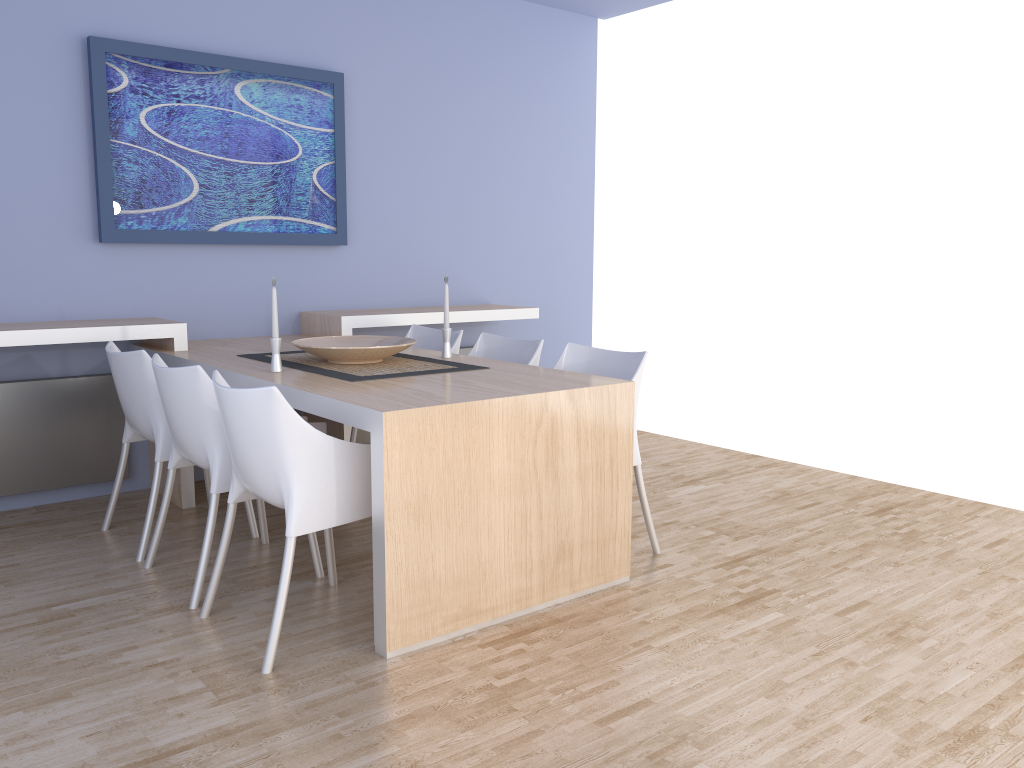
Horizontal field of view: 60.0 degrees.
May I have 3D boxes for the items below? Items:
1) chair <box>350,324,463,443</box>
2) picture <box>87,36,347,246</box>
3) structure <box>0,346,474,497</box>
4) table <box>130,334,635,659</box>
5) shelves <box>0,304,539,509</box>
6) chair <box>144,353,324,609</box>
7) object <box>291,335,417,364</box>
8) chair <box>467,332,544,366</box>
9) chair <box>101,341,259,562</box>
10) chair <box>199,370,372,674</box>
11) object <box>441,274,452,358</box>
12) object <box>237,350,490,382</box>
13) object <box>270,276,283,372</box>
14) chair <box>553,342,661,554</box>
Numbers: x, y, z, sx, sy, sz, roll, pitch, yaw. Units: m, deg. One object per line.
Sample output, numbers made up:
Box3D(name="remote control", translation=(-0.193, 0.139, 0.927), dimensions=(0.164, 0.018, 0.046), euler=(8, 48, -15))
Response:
Box3D(name="chair", translation=(-0.504, 0.123, 4.355), dimensions=(0.486, 0.793, 0.510), euler=(-6, 11, -38))
Box3D(name="picture", translation=(-1.393, -1.147, 4.382), dimensions=(1.252, 0.901, 0.049), euler=(-6, 11, -39))
Box3D(name="structure", translation=(-1.567, 0.167, 4.435), dimensions=(3.843, 0.503, 0.064), euler=(-6, 11, -39))
Box3D(name="table", translation=(-0.702, 0.255, 3.697), dimensions=(1.002, 0.718, 2.340), euler=(-6, 11, -39))
Box3D(name="shelves", translation=(-1.505, 0.109, 4.243), dimensions=(3.901, 0.840, 0.463), euler=(-6, 11, -39))
Box3D(name="chair", translation=(-1.013, 0.292, 3.172), dimensions=(0.486, 0.793, 0.510), euler=(-6, 11, -38))
Box3D(name="object", translation=(-0.631, -0.133, 3.562), dimensions=(0.493, 0.081, 0.493), euler=(-3, 9, -20))
Box3D(name="chair", translation=(-0.135, 0.190, 3.903), dimensions=(0.486, 0.793, 0.510), euler=(-6, 11, -38))
Box3D(name="chair", translation=(-1.374, 0.226, 3.614), dimensions=(0.486, 0.793, 0.510), euler=(-6, 11, -38))
Box3D(name="chair", translation=(-0.652, 0.358, 2.730), dimensions=(0.486, 0.793, 0.510), euler=(-6, 11, -38))
Box3D(name="object", translation=(-0.274, -0.285, 3.712), dimensions=(0.045, 0.349, 0.045), euler=(-6, 11, -39))
Box3D(name="object", translation=(-0.627, -0.091, 3.569), dimensions=(0.594, 0.005, 0.986), euler=(-6, 11, -39))
Box3D(name="object", translation=(-0.865, -0.219, 3.239), dimensions=(0.045, 0.349, 0.045), euler=(1, 8, 3))
Box3D(name="chair", translation=(0.240, 0.259, 3.445), dimensions=(0.486, 0.793, 0.510), euler=(-6, 11, -39))
